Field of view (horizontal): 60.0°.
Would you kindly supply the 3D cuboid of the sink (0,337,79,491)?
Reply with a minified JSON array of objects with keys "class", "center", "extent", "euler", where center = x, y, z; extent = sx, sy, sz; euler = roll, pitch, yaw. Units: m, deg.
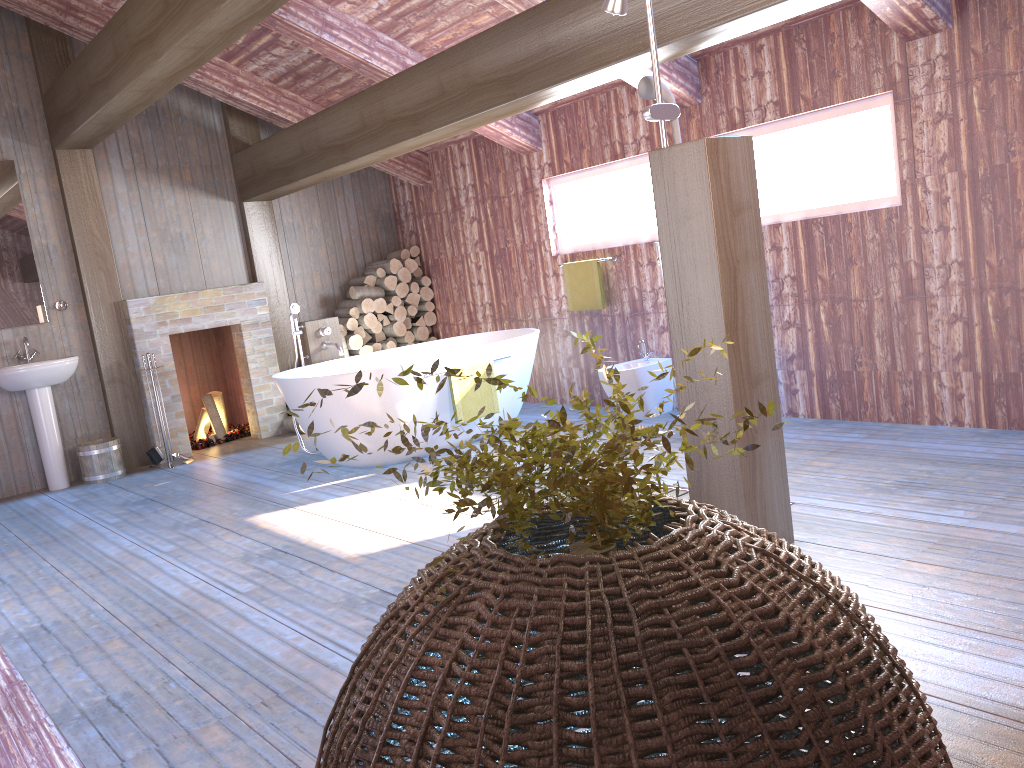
[{"class":"sink","center":[-3.385,0.218,6.431],"extent":[0.582,1.143,0.475],"euler":[-14,10,-38]}]

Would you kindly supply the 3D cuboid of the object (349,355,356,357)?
[{"class":"object","center":[-1.502,-0.166,7.900],"extent":[0.155,0.174,0.483],"euler":[-15,10,-39]}]

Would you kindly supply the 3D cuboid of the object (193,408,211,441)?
[{"class":"object","center":[-2.706,0.363,7.780],"extent":[0.221,0.306,0.121],"euler":[-10,8,-10]}]

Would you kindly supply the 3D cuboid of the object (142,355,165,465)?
[{"class":"object","center":[-2.768,0.206,6.725],"extent":[0.062,0.846,0.136],"euler":[-3,9,33]}]

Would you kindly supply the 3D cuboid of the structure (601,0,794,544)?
[{"class":"structure","center":[0.683,-0.472,3.250],"extent":[0.328,2.209,0.522],"euler":[-11,8,-17]}]

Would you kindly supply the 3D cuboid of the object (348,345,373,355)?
[{"class":"object","center":[-1.417,-0.282,7.954],"extent":[0.139,0.148,0.458],"euler":[-14,10,-37]}]

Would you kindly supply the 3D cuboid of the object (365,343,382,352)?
[{"class":"object","center":[-1.301,-0.318,8.030],"extent":[0.114,0.120,0.303],"euler":[-14,10,-36]}]

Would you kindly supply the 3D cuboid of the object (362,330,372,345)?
[{"class":"object","center":[-1.406,-0.423,8.063],"extent":[0.128,0.150,0.323],"euler":[-14,10,-37]}]

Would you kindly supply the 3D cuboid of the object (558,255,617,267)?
[{"class":"object","center":[0.530,-0.886,6.466],"extent":[0.091,0.043,0.581],"euler":[-14,10,-37]}]

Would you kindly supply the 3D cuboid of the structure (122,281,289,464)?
[{"class":"structure","center":[-2.497,-0.108,7.306],"extent":[1.130,1.330,0.226],"euler":[-14,10,-38]}]

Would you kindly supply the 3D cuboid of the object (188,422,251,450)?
[{"class":"object","center":[-2.735,0.466,7.956],"extent":[0.935,0.085,0.829],"euler":[-3,9,34]}]

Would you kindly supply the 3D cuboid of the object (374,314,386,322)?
[{"class":"object","center":[-1.252,-0.602,8.057],"extent":[0.088,0.092,0.280],"euler":[-14,10,-36]}]

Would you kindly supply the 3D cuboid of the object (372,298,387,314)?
[{"class":"object","center":[-1.304,-0.702,8.020],"extent":[0.138,0.147,0.440],"euler":[-14,10,-37]}]

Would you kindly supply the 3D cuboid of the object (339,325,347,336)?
[{"class":"object","center":[-1.587,-0.465,7.847],"extent":[0.114,0.113,0.301],"euler":[-15,10,-40]}]

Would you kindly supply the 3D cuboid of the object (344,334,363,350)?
[{"class":"object","center":[-1.491,-0.371,7.874],"extent":[0.138,0.147,0.440],"euler":[-14,10,-37]}]

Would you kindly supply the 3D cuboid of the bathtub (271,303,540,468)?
[{"class":"bathtub","center":[-0.659,-0.115,6.124],"extent":[1.935,1.109,1.460],"euler":[-10,8,-16]}]

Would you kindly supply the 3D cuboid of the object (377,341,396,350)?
[{"class":"object","center":[-1.219,-0.341,8.089],"extent":[0.098,0.100,0.437],"euler":[-15,10,-39]}]

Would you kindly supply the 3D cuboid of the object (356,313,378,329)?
[{"class":"object","center":[-1.381,-0.557,7.954],"extent":[0.141,0.143,0.437],"euler":[-15,10,-39]}]

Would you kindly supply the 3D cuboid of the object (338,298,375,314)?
[{"class":"object","center":[-1.394,-0.694,7.948],"extent":[0.135,0.145,0.439],"euler":[-14,10,-37]}]

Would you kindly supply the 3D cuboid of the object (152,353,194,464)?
[{"class":"object","center":[-2.646,0.190,6.806],"extent":[0.206,0.871,0.126],"euler":[-8,8,5]}]

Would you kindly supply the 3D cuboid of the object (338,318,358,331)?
[{"class":"object","center":[-1.484,-0.529,7.867],"extent":[0.115,0.123,0.291],"euler":[-14,10,-36]}]

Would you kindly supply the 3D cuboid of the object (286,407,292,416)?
[{"class":"object","center":[-1.884,0.245,7.658],"extent":[0.099,0.093,0.280],"euler":[-14,10,-36]}]

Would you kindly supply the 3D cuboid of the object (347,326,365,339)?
[{"class":"object","center":[-1.437,-0.453,7.927],"extent":[0.111,0.113,0.301],"euler":[-14,10,-38]}]

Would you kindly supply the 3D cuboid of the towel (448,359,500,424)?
[{"class":"towel","center":[-0.242,0.045,5.729],"extent":[0.370,0.361,0.032],"euler":[-15,10,-41]}]

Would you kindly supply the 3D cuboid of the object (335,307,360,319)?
[{"class":"object","center":[-1.465,-0.628,7.899],"extent":[0.106,0.112,0.282],"euler":[-14,10,-36]}]

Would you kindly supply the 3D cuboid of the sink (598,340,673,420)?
[{"class":"sink","center":[0.824,-0.018,6.012],"extent":[0.515,0.517,0.335],"euler":[-14,10,-37]}]

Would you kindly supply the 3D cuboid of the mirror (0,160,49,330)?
[{"class":"mirror","center":[-3.681,-1.010,6.436],"extent":[0.350,1.199,0.009],"euler":[-14,10,-37]}]

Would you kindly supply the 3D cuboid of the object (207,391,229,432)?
[{"class":"object","center":[-2.625,0.289,7.922],"extent":[0.140,0.459,0.266],"euler":[-11,8,-20]}]

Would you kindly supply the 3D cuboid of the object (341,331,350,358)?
[{"class":"object","center":[-1.479,-0.301,7.666],"extent":[0.147,0.298,0.109],"euler":[-14,9,-35]}]

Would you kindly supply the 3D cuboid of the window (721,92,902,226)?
[{"class":"window","center":[1.663,-1.240,5.098],"extent":[0.054,0.587,1.255],"euler":[-14,10,-37]}]

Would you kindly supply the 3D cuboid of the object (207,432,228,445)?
[{"class":"object","center":[-2.557,0.461,7.700],"extent":[0.085,0.084,0.278],"euler":[-7,8,9]}]

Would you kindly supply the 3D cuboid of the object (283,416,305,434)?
[{"class":"object","center":[-1.856,0.347,7.584],"extent":[0.141,0.143,0.437],"euler":[-15,10,-39]}]

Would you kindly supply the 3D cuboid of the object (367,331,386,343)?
[{"class":"object","center":[-1.290,-0.438,8.158],"extent":[0.104,0.127,0.321],"euler":[-14,10,-37]}]

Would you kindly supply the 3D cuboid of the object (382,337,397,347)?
[{"class":"object","center":[-1.196,-0.374,8.234],"extent":[0.116,0.118,0.289],"euler":[-15,10,-40]}]

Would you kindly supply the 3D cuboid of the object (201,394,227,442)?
[{"class":"object","center":[-2.569,0.299,7.676],"extent":[0.098,0.434,0.283],"euler":[-15,10,-39]}]

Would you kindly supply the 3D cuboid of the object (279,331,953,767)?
[{"class":"object","center":[0.148,0.444,1.377],"extent":[0.970,1.073,0.972],"euler":[-3,9,32]}]

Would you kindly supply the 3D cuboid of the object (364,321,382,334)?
[{"class":"object","center":[-1.295,-0.512,8.021],"extent":[0.115,0.123,0.291],"euler":[-14,10,-36]}]

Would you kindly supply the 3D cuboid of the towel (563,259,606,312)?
[{"class":"towel","center":[0.524,-0.716,6.470],"extent":[0.032,0.361,0.370],"euler":[-14,10,-37]}]

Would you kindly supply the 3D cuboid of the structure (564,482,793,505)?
[{"class":"structure","center":[0.488,0.615,3.813],"extent":[1.000,0.067,1.000],"euler":[-14,10,-38]}]

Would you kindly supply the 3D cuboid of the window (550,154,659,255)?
[{"class":"window","center":[0.720,-1.272,6.323],"extent":[0.054,0.587,1.255],"euler":[-14,10,-37]}]
